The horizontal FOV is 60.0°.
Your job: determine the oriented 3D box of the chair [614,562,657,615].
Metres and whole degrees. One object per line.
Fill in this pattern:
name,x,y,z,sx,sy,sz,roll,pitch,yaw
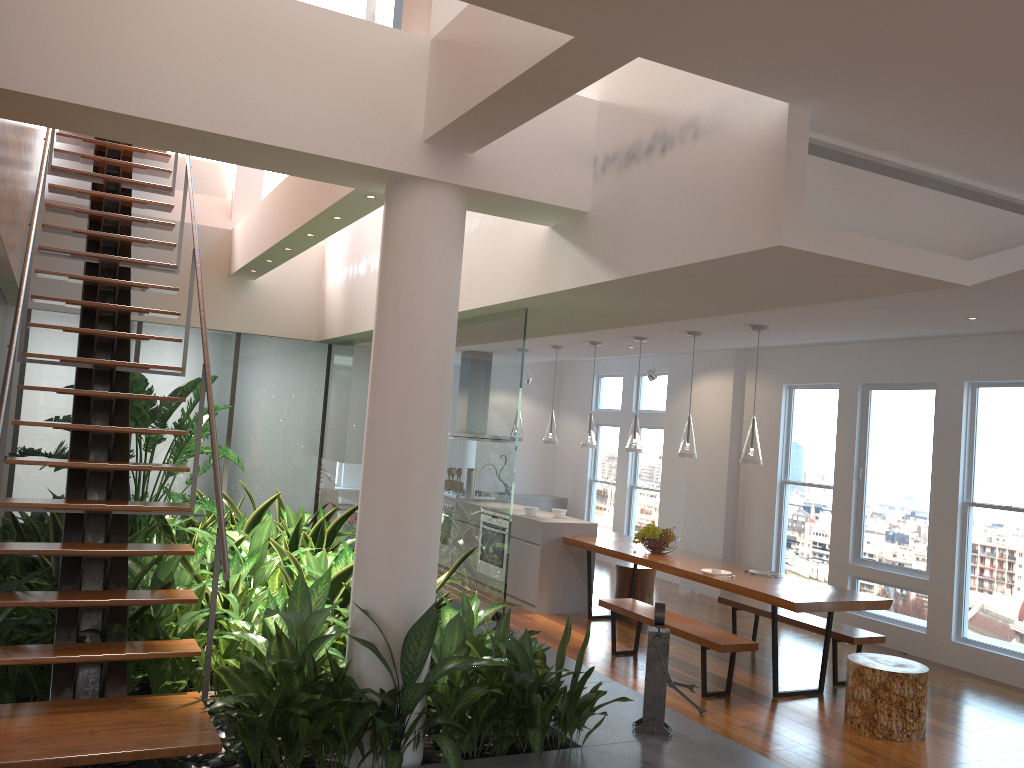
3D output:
chair,1.172,1.960,8.469,0.396,0.455,0.402,7,-4,-37

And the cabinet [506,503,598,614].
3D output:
cabinet,-0.157,1.718,9.503,0.597,0.832,2.936,6,-3,-27

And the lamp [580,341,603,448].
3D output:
lamp,0.752,0.066,8.275,0.160,1.060,0.160,4,-3,0

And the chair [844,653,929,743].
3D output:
chair,2.288,1.908,5.428,0.460,0.400,0.460,5,-3,-17

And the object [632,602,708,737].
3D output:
object,0.710,1.260,3.921,0.318,0.565,0.134,4,-3,9

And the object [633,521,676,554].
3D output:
object,1.221,1.296,7.521,0.292,0.284,0.394,3,-3,27

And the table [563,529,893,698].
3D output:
table,0.773,1.796,8.410,0.893,0.704,5.996,6,-3,-27

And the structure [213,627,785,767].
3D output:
structure,-1.198,1.626,4.668,3.088,0.386,5.584,6,-3,-27

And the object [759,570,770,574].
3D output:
object,1.907,1.426,6.706,0.079,0.030,0.070,3,-3,16

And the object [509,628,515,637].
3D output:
object,-0.075,1.481,5.445,0.181,0.155,0.216,3,-3,28

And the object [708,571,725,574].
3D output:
object,1.511,1.399,6.556,0.124,0.011,0.124,5,-3,-6

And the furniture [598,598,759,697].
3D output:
furniture,1.127,1.876,6.337,0.316,0.389,1.433,6,-3,-27

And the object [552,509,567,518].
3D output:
object,0.459,1.260,8.612,0.152,0.082,0.152,3,-3,24

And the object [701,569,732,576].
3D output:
object,1.511,1.394,6.556,0.222,0.020,0.222,4,-3,13

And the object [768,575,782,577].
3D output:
object,1.967,1.431,6.617,0.158,0.017,0.019,6,-3,-32

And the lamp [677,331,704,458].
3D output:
lamp,1.413,0.049,6.988,0.160,1.060,0.160,4,-3,0

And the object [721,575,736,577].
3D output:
object,1.560,1.395,6.430,0.149,0.014,0.044,6,-3,-28

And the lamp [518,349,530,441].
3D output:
lamp,0.091,0.082,9.561,0.160,1.060,0.160,4,-3,0

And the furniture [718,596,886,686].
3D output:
furniture,2.184,1.985,6.879,0.316,0.389,1.433,6,-3,-27

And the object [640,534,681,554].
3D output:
object,1.246,1.360,7.516,0.360,0.159,0.360,3,-3,26

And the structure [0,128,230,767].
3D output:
structure,-1.530,-0.463,5.269,2.552,4.265,4.591,6,-3,-27

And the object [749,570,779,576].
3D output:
object,1.907,1.432,6.705,0.222,0.020,0.222,6,-4,-35

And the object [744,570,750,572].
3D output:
object,1.842,1.436,6.811,0.149,0.014,0.044,6,-3,-26

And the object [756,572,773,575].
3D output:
object,1.906,1.436,6.705,0.124,0.011,0.124,7,-4,-45

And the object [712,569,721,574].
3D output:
object,1.512,1.388,6.556,0.079,0.030,0.070,3,-3,26

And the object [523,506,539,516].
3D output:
object,0.181,1.239,8.609,0.152,0.082,0.152,4,-3,12

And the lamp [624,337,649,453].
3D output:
lamp,1.082,0.057,7.632,0.160,1.060,0.160,4,-3,0

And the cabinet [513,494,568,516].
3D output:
cabinet,0.102,1.946,12.614,1.309,0.725,0.420,6,-3,-27

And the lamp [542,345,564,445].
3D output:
lamp,0.422,0.074,8.918,0.160,1.060,0.160,4,-3,0

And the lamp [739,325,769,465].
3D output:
lamp,1.743,0.041,6.345,0.160,1.060,0.160,4,-3,0
